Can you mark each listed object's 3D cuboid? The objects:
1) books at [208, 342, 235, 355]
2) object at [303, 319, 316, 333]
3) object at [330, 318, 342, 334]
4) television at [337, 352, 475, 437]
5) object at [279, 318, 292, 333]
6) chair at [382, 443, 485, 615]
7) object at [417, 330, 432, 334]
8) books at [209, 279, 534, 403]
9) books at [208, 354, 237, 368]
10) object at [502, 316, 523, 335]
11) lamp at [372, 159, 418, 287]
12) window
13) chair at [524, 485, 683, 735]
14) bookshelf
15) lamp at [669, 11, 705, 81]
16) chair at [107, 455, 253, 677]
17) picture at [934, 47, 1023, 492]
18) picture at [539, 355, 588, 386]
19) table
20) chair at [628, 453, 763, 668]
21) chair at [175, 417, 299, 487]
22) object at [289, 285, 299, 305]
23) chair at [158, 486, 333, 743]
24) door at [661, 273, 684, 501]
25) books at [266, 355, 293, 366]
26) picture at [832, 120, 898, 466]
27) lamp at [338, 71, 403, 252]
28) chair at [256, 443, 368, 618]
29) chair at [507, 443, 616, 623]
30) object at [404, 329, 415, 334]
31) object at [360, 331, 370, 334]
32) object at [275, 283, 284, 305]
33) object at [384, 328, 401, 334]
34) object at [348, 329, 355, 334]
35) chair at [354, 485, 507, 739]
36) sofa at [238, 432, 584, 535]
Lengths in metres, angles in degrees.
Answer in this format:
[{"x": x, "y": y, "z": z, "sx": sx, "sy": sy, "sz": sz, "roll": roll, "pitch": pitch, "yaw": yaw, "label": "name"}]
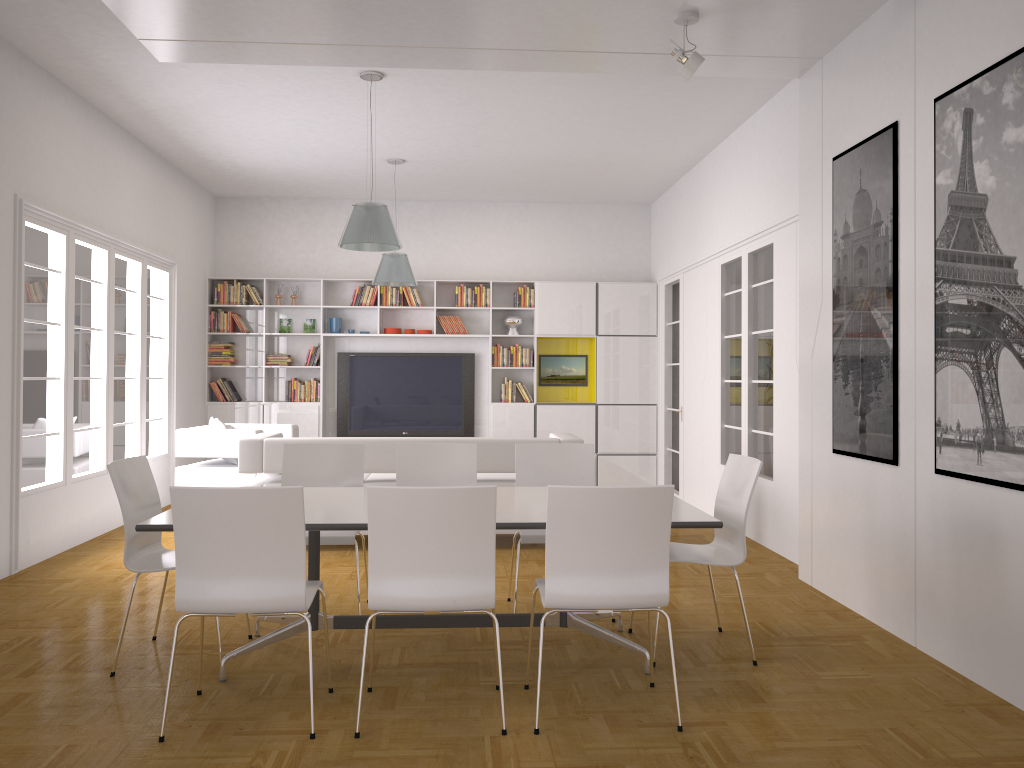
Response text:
[{"x": -3.463, "y": -0.424, "z": 10.573, "sx": 0.252, "sy": 0.153, "sz": 0.207, "roll": 0, "pitch": 0, "yaw": -4, "label": "books"}, {"x": -2.454, "y": -0.697, "z": 10.741, "sx": 0.144, "sy": 0.190, "sz": 0.051, "roll": 0, "pitch": -1, "yaw": -4, "label": "object"}, {"x": -2.116, "y": -0.694, "z": 10.643, "sx": 0.147, "sy": 0.192, "sz": 0.147, "roll": 0, "pitch": 0, "yaw": -14, "label": "object"}, {"x": -1.286, "y": 0.165, "z": 10.788, "sx": 1.660, "sy": 1.088, "sz": 0.082, "roll": 0, "pitch": -1, "yaw": -4, "label": "television"}, {"x": -2.743, "y": -0.698, "z": 10.723, "sx": 0.144, "sy": 0.190, "sz": 0.051, "roll": 0, "pitch": -1, "yaw": -4, "label": "object"}, {"x": -0.434, "y": 0.822, "z": 5.023, "sx": 0.561, "sy": 0.931, "sz": 0.575, "roll": 0, "pitch": 0, "yaw": -4, "label": "chair"}, {"x": -1.055, "y": -0.621, "z": 10.701, "sx": 0.182, "sy": 0.054, "sz": 0.183, "roll": 0, "pitch": 0, "yaw": -7, "label": "object"}, {"x": -1.662, "y": -0.505, "z": 10.673, "sx": 3.862, "sy": 1.456, "sz": 0.235, "roll": 0, "pitch": -1, "yaw": -4, "label": "books"}, {"x": -3.448, "y": -0.275, "z": 10.572, "sx": 0.284, "sy": 0.153, "sz": 0.207, "roll": 0, "pitch": 0, "yaw": -4, "label": "books"}, {"x": 0.004, "y": -0.704, "z": 10.784, "sx": 0.256, "sy": 0.239, "sz": 0.257, "roll": 0, "pitch": 0, "yaw": 4, "label": "object"}, {"x": -1.176, "y": -1.627, "z": 8.927, "sx": 0.464, "sy": 1.250, "sz": 0.464, "roll": 0, "pitch": -1, "yaw": -4, "label": "lamp"}, {"x": -3.470, "y": -0.014, "z": 7.534, "sx": 0.195, "sy": 2.528, "sz": 3.350, "roll": 0, "pitch": 0, "yaw": -4, "label": "window"}, {"x": 0.351, "y": 0.837, "z": 3.512, "sx": 0.561, "sy": 0.931, "sz": 0.575, "roll": 0, "pitch": 0, "yaw": -4, "label": "chair"}, {"x": -0.926, "y": -0.002, "z": 10.748, "sx": 5.365, "sy": 2.480, "sz": 0.389, "roll": 0, "pitch": -1, "yaw": -4, "label": "bookshelf"}, {"x": 0.983, "y": -1.854, "z": 4.890, "sx": 0.173, "sy": 0.364, "sz": 0.167, "roll": 0, "pitch": -1, "yaw": 39, "label": "lamp"}, {"x": -1.575, "y": 0.823, "z": 4.188, "sx": 0.575, "sy": 0.931, "sz": 0.561, "roll": 0, "pitch": 0, "yaw": -4, "label": "chair"}, {"x": 2.025, "y": -0.463, "z": 3.813, "sx": 0.016, "sy": 1.780, "sz": 0.786, "roll": 0, "pitch": -1, "yaw": -4, "label": "picture"}, {"x": 0.633, "y": -0.166, "z": 10.951, "sx": 0.609, "sy": 0.388, "sz": 0.007, "roll": 0, "pitch": -1, "yaw": -4, "label": "picture"}, {"x": -0.355, "y": 0.928, "z": 4.246, "sx": 2.411, "sy": 0.722, "sz": 1.210, "roll": 0, "pitch": 0, "yaw": -4, "label": "table"}, {"x": 0.907, "y": 0.826, "z": 4.344, "sx": 0.575, "sy": 0.931, "sz": 0.561, "roll": 0, "pitch": 0, "yaw": -4, "label": "chair"}, {"x": -2.610, "y": 0.768, "z": 8.537, "sx": 0.801, "sy": 0.911, "sz": 1.096, "roll": 0, "pitch": 0, "yaw": 6, "label": "chair"}, {"x": -2.656, "y": -1.059, "z": 10.666, "sx": 0.179, "sy": 0.260, "sz": 0.119, "roll": 0, "pitch": -1, "yaw": 17, "label": "object"}, {"x": -1.008, "y": 0.831, "z": 3.427, "sx": 0.561, "sy": 0.931, "sz": 0.575, "roll": 0, "pitch": 0, "yaw": -4, "label": "chair"}, {"x": 1.824, "y": 0.030, "z": 10.000, "sx": 0.139, "sy": 2.455, "sz": 1.008, "roll": 0, "pitch": -1, "yaw": -4, "label": "door"}, {"x": -2.780, "y": -0.272, "z": 10.614, "sx": 0.284, "sy": 0.153, "sz": 0.207, "roll": 0, "pitch": 0, "yaw": -4, "label": "books"}, {"x": 1.955, "y": -0.472, "z": 4.952, "sx": 0.013, "sy": 1.780, "sz": 0.786, "roll": 0, "pitch": -1, "yaw": -4, "label": "picture"}, {"x": -1.016, "y": -1.608, "z": 6.389, "sx": 0.464, "sy": 1.250, "sz": 0.464, "roll": 0, "pitch": -1, "yaw": -4, "label": "lamp"}, {"x": -1.093, "y": 0.819, "z": 4.982, "sx": 0.561, "sy": 0.931, "sz": 0.575, "roll": 0, "pitch": 0, "yaw": -4, "label": "chair"}, {"x": 0.266, "y": 0.825, "z": 5.067, "sx": 0.561, "sy": 0.931, "sz": 0.575, "roll": 0, "pitch": 0, "yaw": -4, "label": "chair"}, {"x": -1.237, "y": -0.625, "z": 10.709, "sx": 0.128, "sy": 0.073, "sz": 0.129, "roll": 0, "pitch": 0, "yaw": -7, "label": "object"}, {"x": -1.772, "y": -0.613, "z": 10.663, "sx": 0.124, "sy": 0.032, "sz": 0.123, "roll": 0, "pitch": 0, "yaw": -18, "label": "object"}, {"x": -2.774, "y": -1.069, "z": 10.642, "sx": 0.120, "sy": 0.279, "sz": 0.179, "roll": 0, "pitch": 0, "yaw": 2, "label": "object"}, {"x": -1.440, "y": -0.633, "z": 10.696, "sx": 0.210, "sy": 0.073, "sz": 0.211, "roll": 0, "pitch": 0, "yaw": -29, "label": "object"}, {"x": -1.928, "y": -0.625, "z": 10.654, "sx": 0.078, "sy": 0.056, "sz": 0.078, "roll": 0, "pitch": 0, "yaw": 22, "label": "object"}, {"x": -0.308, "y": 0.834, "z": 3.471, "sx": 0.561, "sy": 0.931, "sz": 0.575, "roll": 0, "pitch": 0, "yaw": -4, "label": "chair"}, {"x": -0.780, "y": 0.832, "z": 7.143, "sx": 2.622, "sy": 0.849, "sz": 0.822, "roll": 0, "pitch": 0, "yaw": -4, "label": "sofa"}]
